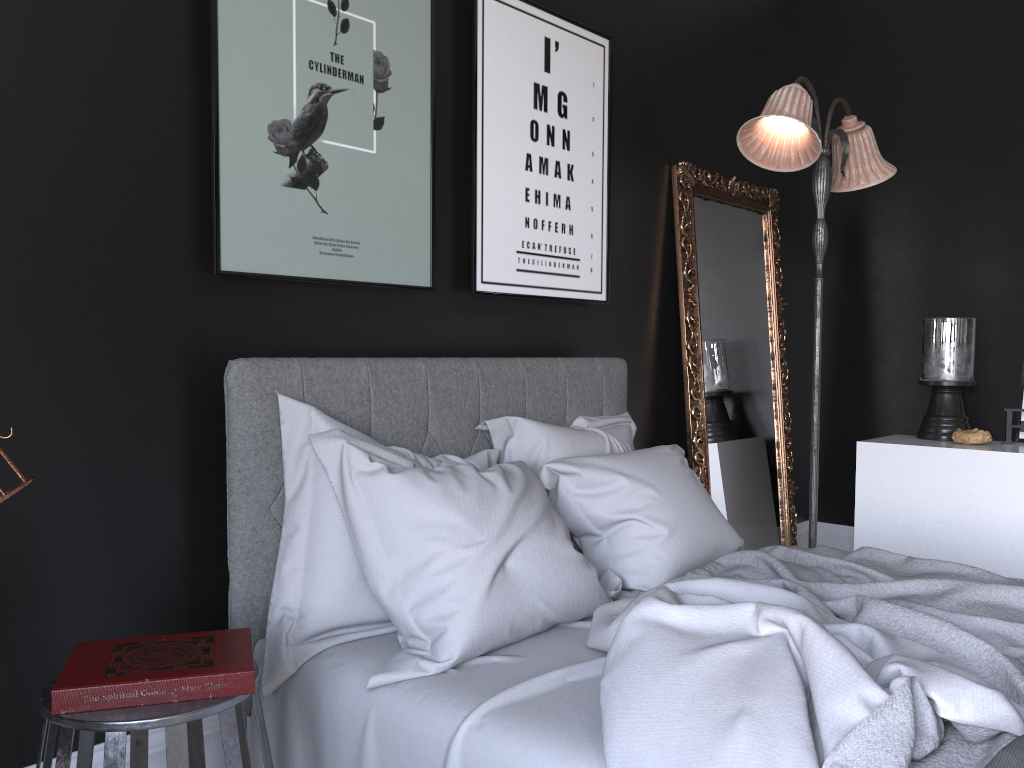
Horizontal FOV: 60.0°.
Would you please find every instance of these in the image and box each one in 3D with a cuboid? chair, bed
[{"bbox_3d":[-0.701,0.917,1.762,0.613,0.673,0.613,0,3,-3],"label":"chair"},{"bbox_3d":[0.889,0.603,1.947,3.282,1.299,2.763,2,3,31],"label":"bed"}]

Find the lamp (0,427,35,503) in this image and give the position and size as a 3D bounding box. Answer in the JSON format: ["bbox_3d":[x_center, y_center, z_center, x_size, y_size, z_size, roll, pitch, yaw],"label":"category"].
[{"bbox_3d":[-1.527,0.378,1.053,1.718,1.781,0.436,0,3,-9],"label":"lamp"}]

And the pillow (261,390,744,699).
[{"bbox_3d":[0.108,0.385,2.728,0.680,0.760,1.829,3,3,42],"label":"pillow"}]

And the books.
[{"bbox_3d":[-0.691,0.559,1.750,0.346,0.045,0.275,0,2,-18],"label":"books"}]

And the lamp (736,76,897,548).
[{"bbox_3d":[1.285,-0.021,3.740,0.986,2.414,0.772,0,3,-15],"label":"lamp"}]

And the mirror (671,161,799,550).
[{"bbox_3d":[1.143,0.071,4.380,0.254,2.194,0.991,3,4,42],"label":"mirror"}]

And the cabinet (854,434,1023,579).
[{"bbox_3d":[2.796,0.755,3.858,2.395,0.883,0.570,2,3,42],"label":"cabinet"}]

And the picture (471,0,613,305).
[{"bbox_3d":[0.132,-0.858,3.335,0.014,1.079,0.791,3,4,42],"label":"picture"}]

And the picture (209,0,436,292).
[{"bbox_3d":[-0.522,-0.836,2.620,0.014,1.079,0.791,3,4,42],"label":"picture"}]
